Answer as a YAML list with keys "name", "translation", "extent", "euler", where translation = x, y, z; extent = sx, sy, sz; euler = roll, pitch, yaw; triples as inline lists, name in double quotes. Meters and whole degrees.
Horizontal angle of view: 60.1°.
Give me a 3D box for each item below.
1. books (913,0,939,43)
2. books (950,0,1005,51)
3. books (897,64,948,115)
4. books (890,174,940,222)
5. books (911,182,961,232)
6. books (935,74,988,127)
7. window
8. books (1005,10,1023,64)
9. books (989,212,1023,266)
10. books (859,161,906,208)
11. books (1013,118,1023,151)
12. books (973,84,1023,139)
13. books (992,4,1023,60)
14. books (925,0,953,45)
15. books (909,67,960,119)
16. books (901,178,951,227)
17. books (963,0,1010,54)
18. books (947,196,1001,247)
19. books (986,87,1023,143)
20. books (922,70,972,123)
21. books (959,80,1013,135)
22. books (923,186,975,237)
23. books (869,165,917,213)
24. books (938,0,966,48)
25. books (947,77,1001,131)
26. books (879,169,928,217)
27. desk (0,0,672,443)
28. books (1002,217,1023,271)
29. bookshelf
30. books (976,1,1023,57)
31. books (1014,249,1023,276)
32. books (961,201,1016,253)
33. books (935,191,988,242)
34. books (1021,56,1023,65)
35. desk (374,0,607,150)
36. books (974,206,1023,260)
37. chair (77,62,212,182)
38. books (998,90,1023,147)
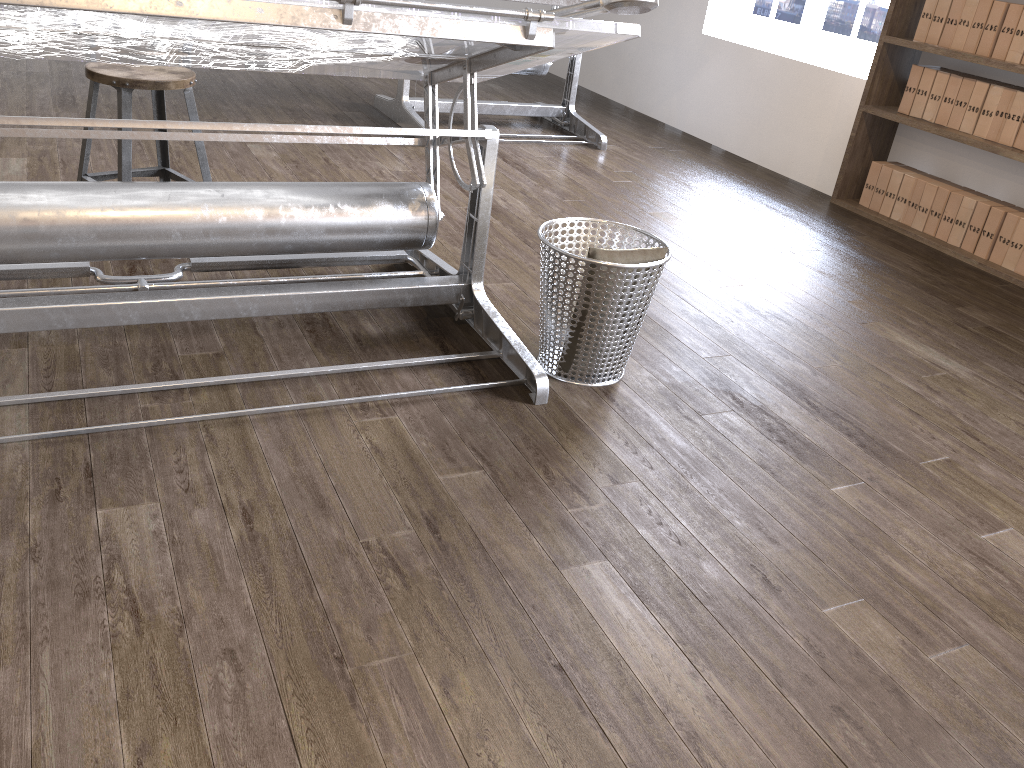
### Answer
- name: "books"
  translation: [1.980, -1.695, 4.105]
  extent: [0.175, 0.221, 0.068]
  euler: [-6, 30, -27]
- name: "books"
  translation: [2.071, -1.595, 3.941]
  extent: [0.175, 0.221, 0.068]
  euler: [-6, 30, -27]
- name: "books"
  translation: [1.951, -1.394, 4.208]
  extent: [0.175, 0.221, 0.068]
  euler: [-6, 29, -27]
- name: "books"
  translation: [1.955, -0.901, 4.295]
  extent: [0.175, 0.221, 0.068]
  euler: [-6, 30, -27]
- name: "books"
  translation: [2.008, -0.838, 4.192]
  extent: [0.175, 0.221, 0.068]
  euler: [-6, 29, -27]
- name: "books"
  translation: [2.051, -1.291, 4.042]
  extent: [0.175, 0.221, 0.068]
  euler: [-6, 29, -27]
- name: "window"
  translation: [1.789, -2.866, 4.490]
  extent: [0.153, 2.447, 1.510]
  euler: [-5, 29, -26]
- name: "books"
  translation: [2.193, -1.457, 3.716]
  extent: [0.175, 0.221, 0.068]
  euler: [-6, 29, -27]
- name: "books"
  translation: [2.200, -0.632, 3.857]
  extent: [0.175, 0.221, 0.068]
  euler: [-6, 29, -27]
- name: "books"
  translation: [1.866, -1.003, 4.464]
  extent: [0.175, 0.221, 0.068]
  euler: [-6, 30, -27]
- name: "books"
  translation: [2.227, -1.094, 3.719]
  extent: [0.175, 0.221, 0.068]
  euler: [-6, 29, -27]
- name: "books"
  translation: [2.139, -1.188, 3.873]
  extent: [0.175, 0.221, 0.068]
  euler: [-6, 29, -27]
- name: "books"
  translation: [2.166, -1.492, 3.774]
  extent: [0.175, 0.221, 0.068]
  euler: [-6, 29, -27]
- name: "books"
  translation: [2.008, -1.660, 4.046]
  extent: [0.175, 0.221, 0.068]
  euler: [-6, 30, -27]
- name: "books"
  translation: [1.983, -1.359, 4.151]
  extent: [0.175, 0.221, 0.068]
  euler: [-6, 30, -27]
- name: "books"
  translation: [1.983, -0.871, 4.246]
  extent: [0.175, 0.221, 0.068]
  euler: [-6, 30, -27]
- name: "books"
  translation: [2.101, -1.564, 3.891]
  extent: [0.175, 0.221, 0.068]
  euler: [-6, 29, -27]
- name: "books"
  translation: [2.100, -0.737, 4.028]
  extent: [0.175, 0.221, 0.068]
  euler: [-6, 29, -27]
- name: "books"
  translation: [2.168, -1.158, 3.824]
  extent: [0.175, 0.221, 0.068]
  euler: [-6, 29, -27]
- name: "books"
  translation: [2.017, -1.324, 4.095]
  extent: [0.175, 0.221, 0.068]
  euler: [-6, 30, -27]
- name: "books"
  translation: [2.106, -1.223, 3.929]
  extent: [0.175, 0.221, 0.068]
  euler: [-6, 30, -27]
- name: "books"
  translation: [2.042, -0.806, 4.141]
  extent: [0.175, 0.221, 0.068]
  euler: [-6, 30, -27]
- name: "books"
  translation: [1.895, -0.970, 4.408]
  extent: [0.175, 0.221, 0.068]
  euler: [-6, 30, -27]
- name: "books"
  translation: [2.040, -1.625, 3.989]
  extent: [0.175, 0.221, 0.068]
  euler: [-6, 29, -27]
- name: "books"
  translation: [2.079, -1.257, 3.986]
  extent: [0.175, 0.221, 0.068]
  euler: [-6, 29, -27]
- name: "books"
  translation: [1.922, -0.935, 4.351]
  extent: [0.175, 0.221, 0.068]
  euler: [-6, 29, -27]
- name: "desk"
  translation: [-0.698, -0.690, 1.960]
  extent: [2.284, 1.359, 1.096]
  euler: [-6, 30, -27]
- name: "books"
  translation: [2.226, -0.600, 3.804]
  extent: [0.175, 0.221, 0.068]
  euler: [-6, 30, -27]
- name: "bookshelf"
  translation: [2.511, -1.354, 3.195]
  extent: [0.413, 3.649, 2.519]
  euler: [-5, 30, -26]
- name: "books"
  translation: [2.129, -1.528, 3.830]
  extent: [0.175, 0.221, 0.068]
  euler: [-6, 30, -27]
- name: "books"
  translation: [2.249, -0.569, 3.752]
  extent: [0.175, 0.221, 0.068]
  euler: [-6, 29, -27]
- name: "books"
  translation: [2.135, -0.704, 3.974]
  extent: [0.175, 0.221, 0.068]
  euler: [-6, 29, -27]
- name: "books"
  translation: [2.073, -0.772, 4.085]
  extent: [0.175, 0.221, 0.068]
  euler: [-6, 30, -27]
- name: "books"
  translation: [2.227, -1.424, 3.662]
  extent: [0.175, 0.221, 0.068]
  euler: [-6, 30, -27]
- name: "desk"
  translation: [-0.012, -1.915, 4.684]
  extent: [1.271, 1.165, 1.193]
  euler: [-6, 30, -26]
- name: "books"
  translation: [2.163, -0.667, 3.912]
  extent: [0.175, 0.221, 0.068]
  euler: [-6, 30, -27]
- name: "chair"
  translation: [-1.174, -0.736, 2.832]
  extent: [0.376, 0.517, 0.361]
  euler: [28, 32, 34]
- name: "books"
  translation: [2.193, -1.126, 3.770]
  extent: [0.175, 0.221, 0.068]
  euler: [-6, 30, -27]
